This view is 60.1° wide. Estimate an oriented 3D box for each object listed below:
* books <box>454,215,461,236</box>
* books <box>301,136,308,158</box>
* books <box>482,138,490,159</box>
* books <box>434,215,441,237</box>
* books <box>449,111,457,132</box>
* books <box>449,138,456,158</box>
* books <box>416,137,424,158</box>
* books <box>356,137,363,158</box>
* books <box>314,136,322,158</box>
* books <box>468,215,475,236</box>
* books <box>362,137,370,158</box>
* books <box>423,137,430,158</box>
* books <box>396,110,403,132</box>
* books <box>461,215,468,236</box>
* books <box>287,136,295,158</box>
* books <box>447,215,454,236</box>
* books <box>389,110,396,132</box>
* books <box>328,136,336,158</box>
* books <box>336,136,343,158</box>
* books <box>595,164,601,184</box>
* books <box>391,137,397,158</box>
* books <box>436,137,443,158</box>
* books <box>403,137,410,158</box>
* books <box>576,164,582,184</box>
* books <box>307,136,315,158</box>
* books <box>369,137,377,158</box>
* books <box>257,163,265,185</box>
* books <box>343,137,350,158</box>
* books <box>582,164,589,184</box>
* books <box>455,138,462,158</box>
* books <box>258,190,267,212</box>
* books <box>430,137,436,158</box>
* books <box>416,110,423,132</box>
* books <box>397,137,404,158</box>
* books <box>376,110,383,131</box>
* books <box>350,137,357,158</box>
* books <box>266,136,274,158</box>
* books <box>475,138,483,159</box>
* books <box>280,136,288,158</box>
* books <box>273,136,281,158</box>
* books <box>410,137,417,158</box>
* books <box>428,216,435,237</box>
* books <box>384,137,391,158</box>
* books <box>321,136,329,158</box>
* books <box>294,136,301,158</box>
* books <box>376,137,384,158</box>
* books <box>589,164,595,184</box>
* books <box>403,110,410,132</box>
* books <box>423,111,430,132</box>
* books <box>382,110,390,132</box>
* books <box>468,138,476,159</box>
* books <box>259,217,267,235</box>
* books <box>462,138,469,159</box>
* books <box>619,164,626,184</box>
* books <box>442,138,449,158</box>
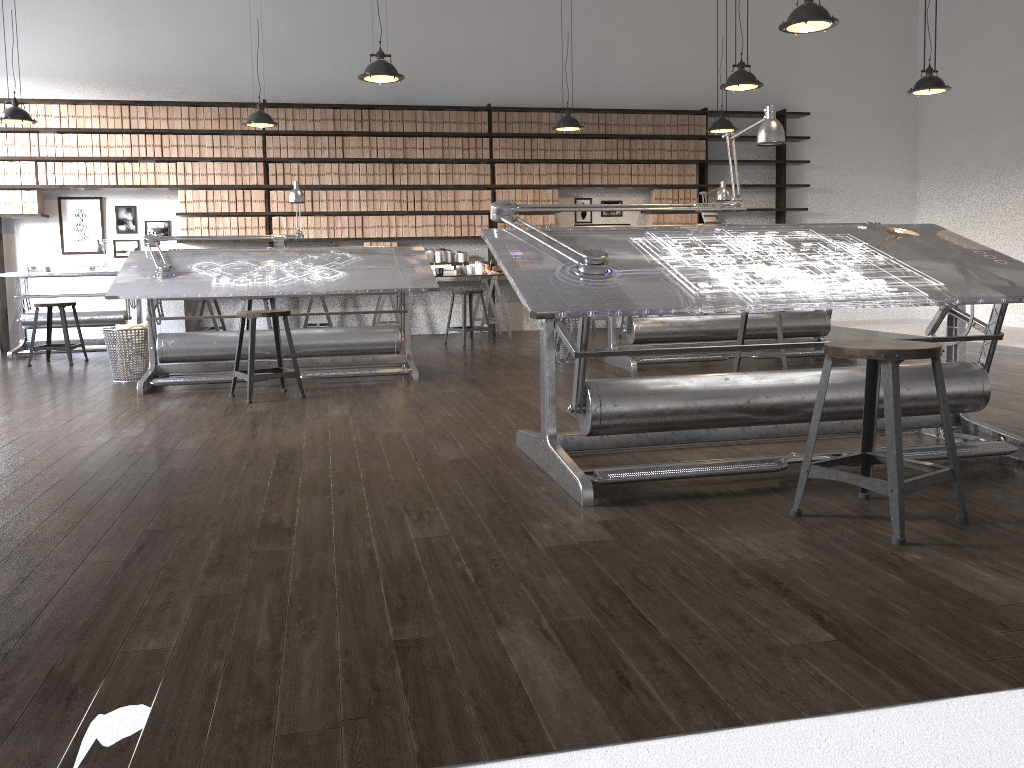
[{"bbox_3d":[-0.598,-1.701,9.548,0.067,0.224,0.175,-2,6,-12],"label":"books"},{"bbox_3d":[-2.145,-2.434,9.148,0.067,0.225,0.175,-2,6,-12],"label":"books"},{"bbox_3d":[-0.291,-2.525,9.545,0.067,0.224,0.175,-2,6,-12],"label":"books"},{"bbox_3d":[-0.806,-1.690,9.503,0.067,0.224,0.175,-2,6,-12],"label":"books"},{"bbox_3d":[-0.638,-2.783,9.449,0.067,0.224,0.175,-2,6,-12],"label":"books"},{"bbox_3d":[-0.650,-2.508,9.471,0.067,0.224,0.175,-2,6,-12],"label":"books"},{"bbox_3d":[-0.982,-2.491,9.396,0.067,0.225,0.175,-2,6,-12],"label":"books"},{"bbox_3d":[-1.599,-2.461,9.264,0.067,0.225,0.175,-2,6,-12],"label":"books"},{"bbox_3d":[-2.010,-2.442,9.183,0.067,0.224,0.175,-2,6,-12],"label":"books"},{"bbox_3d":[-0.452,-1.708,9.579,0.067,0.224,0.175,-2,6,-12],"label":"books"},{"bbox_3d":[-1.528,-2.464,9.279,0.067,0.224,0.175,-2,6,-12],"label":"books"},{"bbox_3d":[-0.912,-2.495,9.413,0.067,0.224,0.175,-2,6,-12],"label":"books"},{"bbox_3d":[-1.191,-2.757,9.334,0.067,0.224,0.175,-2,6,-12],"label":"books"},{"bbox_3d":[-0.523,-1.703,9.558,0.067,0.225,0.175,-2,6,-12],"label":"books"},{"bbox_3d":[-2.272,-2.428,9.125,0.067,0.224,0.175,-2,6,-12],"label":"books"},{"bbox_3d":[-0.666,-1.697,9.528,0.067,0.224,0.175,-2,6,-12],"label":"books"},{"bbox_3d":[-1.260,-2.754,9.321,0.067,0.224,0.175,-2,6,-12],"label":"books"},{"bbox_3d":[-1.872,-2.449,9.213,0.067,0.224,0.175,-2,6,-12],"label":"books"},{"bbox_3d":[-1.797,-2.451,9.223,0.067,0.225,0.175,-2,6,-12],"label":"books"},{"bbox_3d":[0.933,-2.317,9.821,0.067,0.224,0.175,-2,6,-12],"label":"books"},{"bbox_3d":[-1.253,-2.478,9.342,0.067,0.224,0.175,-2,6,-12],"label":"books"},{"bbox_3d":[-0.784,-2.501,9.437,0.067,0.225,0.175,-2,6,-12],"label":"books"},{"bbox_3d":[-1.120,-2.485,9.373,0.067,0.224,0.175,-2,6,-12],"label":"books"},{"bbox_3d":[0.721,-2.308,9.783,0.067,0.224,0.175,-2,6,-12],"label":"books"},{"bbox_3d":[-2.080,-2.438,9.168,0.067,0.224,0.175,-2,6,-12],"label":"books"},{"bbox_3d":[-1.458,-2.468,9.297,0.067,0.224,0.175,-2,6,-12],"label":"books"},{"bbox_3d":[-2.575,-2.148,9.085,0.067,0.224,0.175,-2,6,-12],"label":"books"},{"bbox_3d":[-1.726,-2.456,9.244,0.067,0.224,0.175,-2,6,-12],"label":"books"},{"bbox_3d":[0.796,-2.311,9.794,0.067,0.225,0.175,-2,6,-12],"label":"books"},{"bbox_3d":[-0.580,-2.511,9.482,0.067,0.224,0.175,-2,6,-12],"label":"books"},{"bbox_3d":[-2.565,-1.872,9.102,0.067,0.225,0.175,-2,6,-12],"label":"books"},{"bbox_3d":[-0.850,-2.498,9.427,0.067,0.224,0.175,-2,6,-12],"label":"books"},{"bbox_3d":[-0.984,-2.766,9.372,0.067,0.224,0.175,-2,6,-12],"label":"books"},{"bbox_3d":[-1.187,-2.481,9.351,0.067,0.225,0.175,-2,6,-12],"label":"books"},{"bbox_3d":[-1.397,-2.746,9.284,0.067,0.224,0.175,-2,6,-12],"label":"books"},{"bbox_3d":[-1.662,-2.458,9.255,0.067,0.224,0.175,-2,6,-12],"label":"books"},{"bbox_3d":[-2.481,-2.419,9.084,0.067,0.224,0.175,-2,6,-12],"label":"books"},{"bbox_3d":[-0.366,-2.522,9.532,0.067,0.224,0.175,-2,6,-12],"label":"books"},{"bbox_3d":[-2.342,-2.425,9.108,0.067,0.225,0.175,-2,6,-12],"label":"books"},{"bbox_3d":[-2.412,-2.422,9.097,0.067,0.224,0.175,-2,6,-12],"label":"books"},{"bbox_3d":[-1.052,-2.488,9.385,0.067,0.224,0.175,-2,6,-12],"label":"books"},{"bbox_3d":[-0.870,-1.686,9.483,0.067,0.225,0.175,-2,6,-12],"label":"books"},{"bbox_3d":[-1.314,-2.475,9.327,0.067,0.224,0.175,-2,6,-12],"label":"books"},{"bbox_3d":[-1.940,-2.445,9.194,0.067,0.224,0.175,-2,6,-12],"label":"books"},{"bbox_3d":[-2.211,-2.432,9.139,0.067,0.224,0.175,-2,6,-12],"label":"books"},{"bbox_3d":[-1.385,-2.472,9.311,0.067,0.225,0.175,-2,6,-12],"label":"books"},{"bbox_3d":[0.867,-2.315,9.814,0.067,0.224,0.175,-2,6,-12],"label":"books"},{"bbox_3d":[-1.118,-2.760,9.348,0.067,0.224,0.175,-2,6,-12],"label":"books"},{"bbox_3d":[-0.914,-2.770,9.390,0.067,0.224,0.175,-2,6,-12],"label":"books"},{"bbox_3d":[-1.327,-2.750,9.303,0.067,0.224,0.175,-2,6,-12],"label":"books"},{"bbox_3d":[-0.437,-2.518,9.511,0.067,0.225,0.175,-2,6,-12],"label":"books"},{"bbox_3d":[-2.564,-1.604,9.126,0.067,0.225,0.175,-2,6,-12],"label":"books"},{"bbox_3d":[-0.512,-2.515,9.501,0.067,0.224,0.175,-2,6,-12],"label":"books"},{"bbox_3d":[1.212,-2.331,9.885,0.067,0.224,0.175,-2,6,-12],"label":"books"},{"bbox_3d":[-0.720,-2.505,9.456,0.067,0.224,0.175,-2,6,-12],"label":"books"}]
